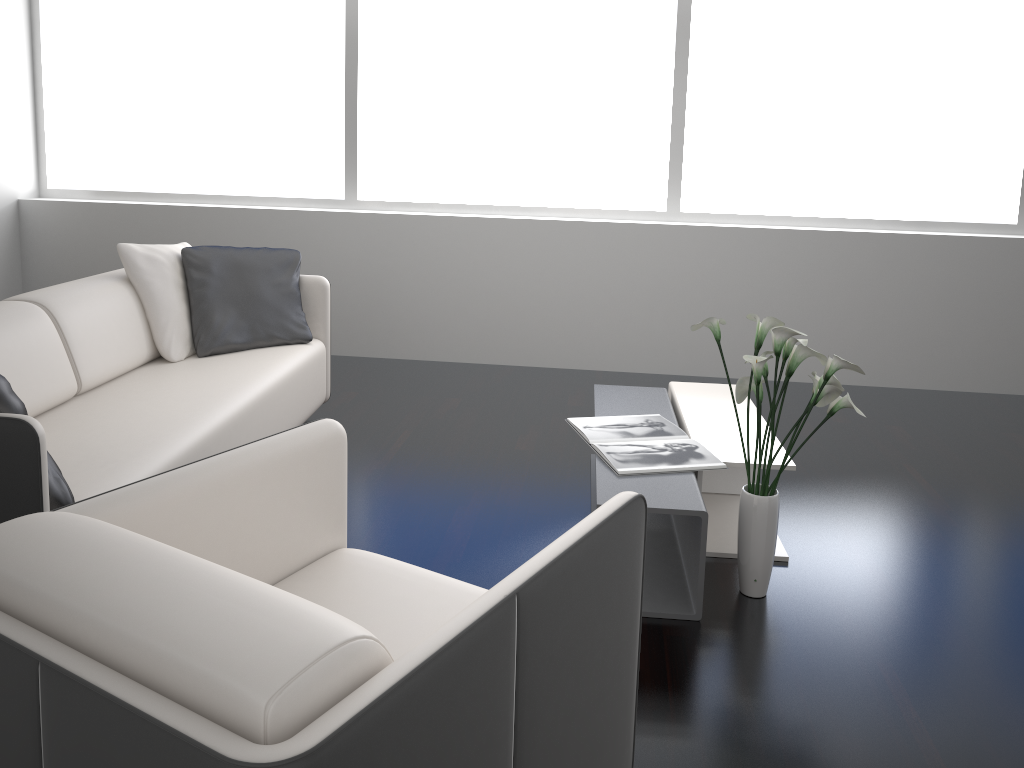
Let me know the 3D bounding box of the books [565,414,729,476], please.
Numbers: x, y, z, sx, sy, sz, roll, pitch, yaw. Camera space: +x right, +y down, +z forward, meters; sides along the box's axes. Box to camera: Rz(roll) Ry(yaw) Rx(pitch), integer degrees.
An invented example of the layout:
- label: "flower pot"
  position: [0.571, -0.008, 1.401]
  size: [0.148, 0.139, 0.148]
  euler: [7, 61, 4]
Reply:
- label: "books"
  position: [0.424, 0.185, 2.897]
  size: [0.358, 0.016, 0.561]
  euler: [-2, 15, -13]

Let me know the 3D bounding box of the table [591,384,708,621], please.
- label: "table"
  position: [0.427, 0.323, 3.008]
  size: [0.298, 0.307, 1.287]
  euler: [3, 14, 4]

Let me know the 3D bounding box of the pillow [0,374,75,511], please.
- label: "pillow"
  position: [-1.281, 0.057, 2.142]
  size: [0.279, 0.441, 0.574]
  euler: [-6, 15, -38]

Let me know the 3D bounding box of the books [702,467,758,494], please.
- label: "books"
  position: [0.802, 0.285, 3.280]
  size: [0.227, 0.234, 0.071]
  euler: [3, 9, 5]

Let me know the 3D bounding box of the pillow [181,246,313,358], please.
- label: "pillow"
  position: [-1.161, -0.386, 3.873]
  size: [0.555, 0.428, 0.338]
  euler: [-8, 14, -37]

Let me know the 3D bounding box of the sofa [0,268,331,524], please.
- label: "sofa"
  position: [-1.385, 0.041, 3.040]
  size: [0.919, 0.647, 2.290]
  euler: [3, 14, 4]

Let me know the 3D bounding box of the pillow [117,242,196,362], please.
- label: "pillow"
  position: [-1.429, -0.373, 3.809]
  size: [0.299, 0.497, 0.600]
  euler: [4, 12, 10]

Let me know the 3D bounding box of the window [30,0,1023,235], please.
- label: "window"
  position: [0.972, -1.644, 5.135]
  size: [8.054, 1.408, 0.112]
  euler: [3, 9, 7]

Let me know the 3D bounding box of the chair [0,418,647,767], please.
- label: "chair"
  position: [-0.319, 0.495, 1.438]
  size: [0.773, 0.648, 0.933]
  euler: [9, 15, 30]

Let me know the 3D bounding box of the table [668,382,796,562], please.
- label: "table"
  position: [0.764, 0.274, 3.234]
  size: [0.298, 0.307, 0.991]
  euler: [3, 14, 4]

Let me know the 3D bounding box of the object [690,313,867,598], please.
- label: "object"
  position: [0.778, 0.196, 2.603]
  size: [0.446, 0.782, 0.385]
  euler: [0, 10, -10]
